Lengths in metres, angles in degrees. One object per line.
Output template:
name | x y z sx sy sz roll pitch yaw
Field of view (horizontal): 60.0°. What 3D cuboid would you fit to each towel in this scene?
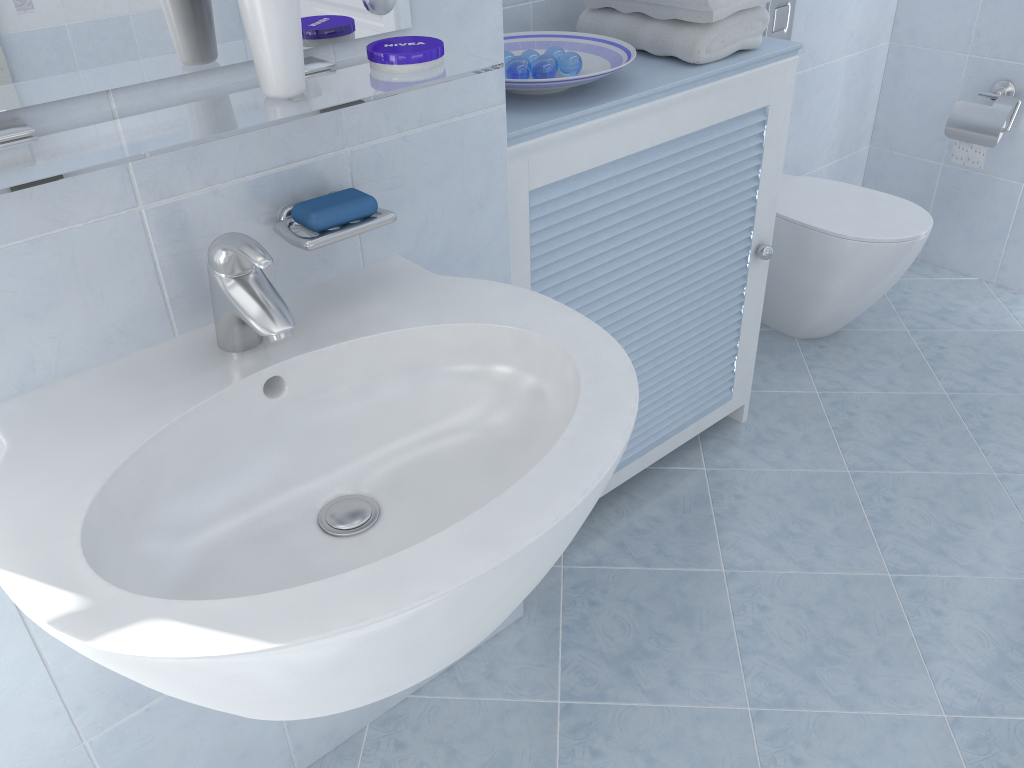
towel | 0.318 -0.767 1.704 0.227 0.086 0.324 -27 41 -33
towel | 0.309 -0.713 1.751 0.226 0.083 0.324 -27 41 -33

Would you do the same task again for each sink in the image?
sink | -0.170 0.111 0.928 0.634 0.489 0.533 -27 41 -32

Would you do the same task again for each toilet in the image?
toilet | 0.899 -0.334 2.551 0.337 0.388 0.519 -27 41 -32

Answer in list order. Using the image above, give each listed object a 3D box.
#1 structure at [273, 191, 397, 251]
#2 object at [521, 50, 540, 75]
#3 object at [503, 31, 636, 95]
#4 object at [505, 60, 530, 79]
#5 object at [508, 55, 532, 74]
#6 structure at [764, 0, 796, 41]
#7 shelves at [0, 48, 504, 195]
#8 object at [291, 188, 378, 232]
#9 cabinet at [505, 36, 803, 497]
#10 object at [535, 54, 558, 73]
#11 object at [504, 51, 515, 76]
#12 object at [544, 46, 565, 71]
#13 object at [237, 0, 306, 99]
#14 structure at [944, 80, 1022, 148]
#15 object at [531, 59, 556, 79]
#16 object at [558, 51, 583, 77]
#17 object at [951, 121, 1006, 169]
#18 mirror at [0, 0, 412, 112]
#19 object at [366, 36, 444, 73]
structure | -0.209 -0.189 1.036 0.124 0.034 0.092 -27 41 -32
object | 0.032 -0.572 1.576 0.042 0.042 0.042 -15 36 -19
object | 0.043 -0.551 1.551 0.344 0.054 0.344 11 36 20
object | 0.010 -0.527 1.505 0.042 0.042 0.042 -15 36 -19
object | 0.013 -0.549 1.543 0.042 0.042 0.042 -15 36 -19
structure | 0.711 -0.971 2.358 0.120 0.200 0.010 -27 41 -32
shelves | -0.297 -0.245 0.848 0.620 0.045 0.170 -27 41 -32
object | -0.204 -0.201 1.020 0.090 0.027 0.060 -25 40 -30
cabinet | 0.177 -0.201 1.898 0.819 0.921 0.389 -27 41 -32
object | 0.060 -0.554 1.548 0.042 0.042 0.042 -15 36 -19
object | -0.012 -0.569 1.574 0.042 0.042 0.042 -15 36 -19
object | 0.076 -0.580 1.581 0.042 0.042 0.042 -15 36 -19
object | -0.225 -0.326 0.845 0.058 0.100 0.058 -22 38 -27
structure | 1.381 -0.794 2.582 0.154 0.151 0.170 -27 41 -32
object | 0.054 -0.531 1.511 0.042 0.042 0.042 -15 36 -19
object | 0.102 -0.559 1.551 0.042 0.042 0.042 -15 36 -19
object | 1.370 -0.722 2.606 0.090 0.151 0.098 -27 41 -32
mirror | -0.361 -0.586 0.693 0.620 0.680 0.012 -27 41 -32
object | -0.114 -0.355 0.956 0.083 0.020 0.083 -22 38 -27
